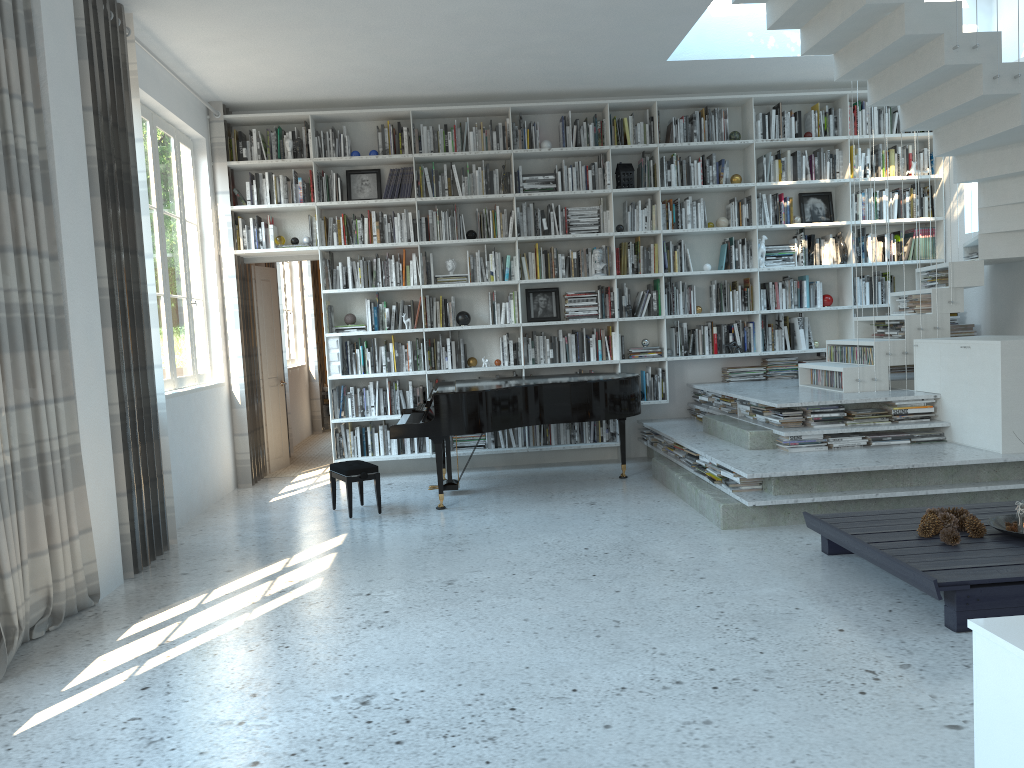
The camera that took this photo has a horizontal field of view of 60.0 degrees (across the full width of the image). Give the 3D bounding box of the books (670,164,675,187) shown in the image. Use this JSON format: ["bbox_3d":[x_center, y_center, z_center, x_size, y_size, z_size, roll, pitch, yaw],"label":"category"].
[{"bbox_3d":[1.400,-1.817,7.819,0.026,0.208,0.181,-3,4,-3],"label":"books"}]

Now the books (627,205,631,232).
[{"bbox_3d":[1.034,-1.448,7.849,0.024,0.243,0.159,-3,4,-3],"label":"books"}]

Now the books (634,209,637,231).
[{"bbox_3d":[1.078,-1.432,7.848,0.023,0.207,0.170,-3,4,-3],"label":"books"}]

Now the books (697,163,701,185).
[{"bbox_3d":[1.630,-1.831,7.831,0.021,0.209,0.180,-3,4,-3],"label":"books"}]

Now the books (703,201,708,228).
[{"bbox_3d":[1.703,-1.492,7.888,0.034,0.254,0.160,-3,4,-3],"label":"books"}]

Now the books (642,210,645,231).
[{"bbox_3d":[1.146,-1.430,7.839,0.027,0.197,0.185,-3,4,-3],"label":"books"}]

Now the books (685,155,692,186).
[{"bbox_3d":[1.563,-1.866,7.852,0.013,0.284,0.154,-3,4,-3],"label":"books"}]

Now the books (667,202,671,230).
[{"bbox_3d":[1.374,-1.469,7.852,0.014,0.248,0.176,-3,4,-3],"label":"books"}]

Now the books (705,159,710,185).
[{"bbox_3d":[1.709,-1.850,7.844,0.030,0.238,0.185,-3,4,-3],"label":"books"}]

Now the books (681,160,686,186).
[{"bbox_3d":[1.504,-1.840,7.832,0.027,0.241,0.160,-3,4,-3],"label":"books"}]

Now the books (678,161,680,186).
[{"bbox_3d":[1.453,-1.835,7.840,0.012,0.236,0.165,-3,4,-3],"label":"books"}]

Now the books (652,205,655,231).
[{"bbox_3d":[1.235,-1.451,7.834,0.028,0.230,0.176,-3,4,-3],"label":"books"}]

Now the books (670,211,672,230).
[{"bbox_3d":[1.392,-1.437,7.868,0.021,0.179,0.136,-3,4,-3],"label":"books"}]

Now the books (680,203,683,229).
[{"bbox_3d":[1.480,-1.470,7.856,0.022,0.237,0.164,-3,4,-3],"label":"books"}]

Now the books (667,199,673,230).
[{"bbox_3d":[1.406,-1.491,7.882,0.014,0.284,0.135,-3,4,-3],"label":"books"}]

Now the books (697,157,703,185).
[{"bbox_3d":[1.656,-1.861,7.846,0.012,0.265,0.156,-3,4,-3],"label":"books"}]

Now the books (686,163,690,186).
[{"bbox_3d":[1.544,-1.835,7.857,0.028,0.223,0.142,-3,4,-3],"label":"books"}]

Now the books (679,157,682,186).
[{"bbox_3d":[1.482,-1.858,7.853,0.012,0.277,0.133,-3,4,-3],"label":"books"}]

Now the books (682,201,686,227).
[{"bbox_3d":[1.520,-1.483,7.873,0.011,0.257,0.131,-3,4,-3],"label":"books"}]

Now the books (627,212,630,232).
[{"bbox_3d":[1.018,-1.417,7.829,0.028,0.185,0.181,-3,4,-3],"label":"books"}]

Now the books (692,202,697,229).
[{"bbox_3d":[1.596,-1.480,7.864,0.025,0.245,0.183,-3,4,-3],"label":"books"}]

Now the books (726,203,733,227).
[{"bbox_3d":[1.937,-1.489,7.905,0.015,0.220,0.139,-3,4,-3],"label":"books"}]

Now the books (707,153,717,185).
[{"bbox_3d":[1.765,-1.876,7.837,0.029,0.285,0.183,-3,4,-3],"label":"books"}]

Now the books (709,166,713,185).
[{"bbox_3d":[1.739,-1.824,7.853,0.027,0.182,0.176,-3,4,-3],"label":"books"}]

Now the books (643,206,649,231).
[{"bbox_3d":[1.184,-1.451,7.848,0.024,0.234,0.149,-3,4,-3],"label":"books"}]

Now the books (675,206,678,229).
[{"bbox_3d":[1.441,-1.458,7.868,0.026,0.216,0.161,-3,4,-3],"label":"books"}]

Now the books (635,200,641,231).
[{"bbox_3d":[1.110,-1.466,7.820,0.028,0.275,0.186,-3,4,-3],"label":"books"}]

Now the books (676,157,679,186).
[{"bbox_3d":[1.441,-1.850,7.829,0.010,0.269,0.165,-3,4,-3],"label":"books"}]

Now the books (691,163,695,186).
[{"bbox_3d":[1.583,-1.833,7.854,0.025,0.216,0.144,-3,4,-3],"label":"books"}]

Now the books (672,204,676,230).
[{"bbox_3d":[1.422,-1.467,7.864,0.013,0.236,0.157,-3,4,-3],"label":"books"}]

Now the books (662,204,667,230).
[{"bbox_3d":[1.337,-1.466,7.871,0.030,0.242,0.138,-3,4,-3],"label":"books"}]

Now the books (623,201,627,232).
[{"bbox_3d":[1.001,-1.468,7.846,0.018,0.285,0.159,-3,4,-3],"label":"books"}]

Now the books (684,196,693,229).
[{"bbox_3d":[1.568,-1.505,7.876,0.027,0.295,0.159,-3,4,-3],"label":"books"}]

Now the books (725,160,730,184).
[{"bbox_3d":[1.895,-1.858,7.877,0.026,0.229,0.140,-3,4,-3],"label":"books"}]

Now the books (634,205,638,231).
[{"bbox_3d":[1.093,-1.447,7.842,0.023,0.236,0.178,-3,4,-3],"label":"books"}]

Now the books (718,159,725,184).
[{"bbox_3d":[1.837,-1.856,7.846,0.054,0.235,0.171,-3,4,-3],"label":"books"}]

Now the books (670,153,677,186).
[{"bbox_3d":[1.428,-1.869,7.828,0.014,0.307,0.152,-3,4,-3],"label":"books"}]

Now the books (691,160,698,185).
[{"bbox_3d":[1.607,-1.844,7.843,0.023,0.237,0.149,-3,4,-3],"label":"books"}]

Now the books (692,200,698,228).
[{"bbox_3d":[1.618,-1.492,7.885,0.024,0.262,0.133,-3,4,-3],"label":"books"}]

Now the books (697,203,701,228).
[{"bbox_3d":[1.643,-1.477,7.873,0.021,0.232,0.182,-3,4,-3],"label":"books"}]

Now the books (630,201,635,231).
[{"bbox_3d":[1.066,-1.466,7.845,0.019,0.275,0.145,-3,4,-3],"label":"books"}]

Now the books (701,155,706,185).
[{"bbox_3d":[1.685,-1.873,7.860,0.012,0.285,0.159,-3,4,-3],"label":"books"}]

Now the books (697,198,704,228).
[{"bbox_3d":[1.665,-1.498,7.862,0.024,0.272,0.169,-3,4,-3],"label":"books"}]

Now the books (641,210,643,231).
[{"bbox_3d":[1.128,-1.428,7.835,0.024,0.195,0.172,-3,4,-3],"label":"books"}]

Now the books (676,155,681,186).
[{"bbox_3d":[1.465,-1.866,7.845,0.021,0.296,0.138,-3,4,-3],"label":"books"}]

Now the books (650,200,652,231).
[{"bbox_3d":[1.216,-1.475,7.848,0.025,0.277,0.172,-3,4,-3],"label":"books"}]

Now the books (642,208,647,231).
[{"bbox_3d":[1.167,-1.438,7.840,0.029,0.211,0.157,-3,4,-3],"label":"books"}]

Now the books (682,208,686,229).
[{"bbox_3d":[1.504,-1.450,7.868,0.025,0.194,0.170,-3,4,-3],"label":"books"}]

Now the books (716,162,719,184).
[{"bbox_3d":[1.795,-1.843,7.856,0.030,0.213,0.156,-3,4,-3],"label":"books"}]

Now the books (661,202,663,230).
[{"bbox_3d":[1.296,-1.467,7.845,0.028,0.251,0.190,-3,4,-3],"label":"books"}]

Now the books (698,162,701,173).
[{"bbox_3d":[1.645,-1.839,7.845,0.011,0.222,0.159,-3,4,-3],"label":"books"}]

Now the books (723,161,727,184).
[{"bbox_3d":[1.860,-1.848,7.857,0.048,0.217,0.182,-3,4,-3],"label":"books"}]

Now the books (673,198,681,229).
[{"bbox_3d":[1.461,-1.490,7.848,0.014,0.280,0.177,-3,4,-3],"label":"books"}]

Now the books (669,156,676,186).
[{"bbox_3d":[1.416,-1.857,7.834,0.011,0.283,0.172,-3,4,-3],"label":"books"}]

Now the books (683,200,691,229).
[{"bbox_3d":[1.542,-1.486,7.850,0.030,0.263,0.182,-3,4,-3],"label":"books"}]

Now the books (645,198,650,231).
[{"bbox_3d":[1.200,-1.482,7.848,0.028,0.294,0.154,-3,4,-3],"label":"books"}]

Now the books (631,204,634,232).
[{"bbox_3d":[1.052,-1.452,7.844,0.028,0.250,0.164,-3,4,-3],"label":"books"}]

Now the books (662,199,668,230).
[{"bbox_3d":[1.358,-1.485,7.867,0.014,0.279,0.153,-3,4,-3],"label":"books"}]

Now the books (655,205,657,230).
[{"bbox_3d":[1.253,-1.457,7.850,0.026,0.238,0.173,-3,4,-3],"label":"books"}]
